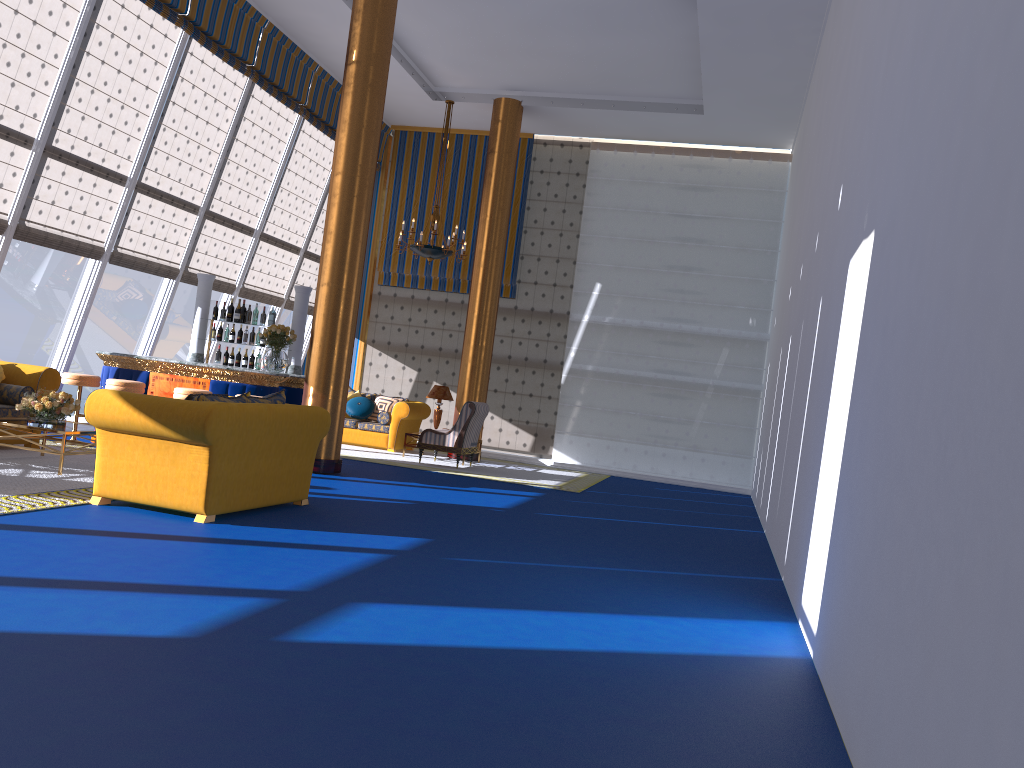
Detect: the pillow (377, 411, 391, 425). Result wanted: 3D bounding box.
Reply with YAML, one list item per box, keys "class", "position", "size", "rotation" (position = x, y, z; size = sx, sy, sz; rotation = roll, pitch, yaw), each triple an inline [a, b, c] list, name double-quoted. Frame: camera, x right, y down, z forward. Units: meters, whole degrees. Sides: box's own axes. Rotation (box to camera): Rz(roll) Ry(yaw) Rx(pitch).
- class: "pillow"
  position: [-2.002, 0.549, 14.352]
  size: [0.213, 0.219, 0.375]
  rotation: [7, -1, 18]

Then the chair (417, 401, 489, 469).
- class: "chair"
  position: [-0.846, 0.705, 12.877]
  size: [0.780, 0.966, 0.798]
  rotation: [7, 0, 13]

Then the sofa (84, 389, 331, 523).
- class: "sofa"
  position: [-2.323, 0.525, 6.971]
  size: [1.006, 0.854, 1.858]
  rotation: [7, -1, 15]

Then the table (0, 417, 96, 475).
- class: "table"
  position: [-4.133, 0.545, 7.987]
  size: [0.970, 0.369, 0.911]
  rotation: [7, -1, 13]

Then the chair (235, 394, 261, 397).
- class: "chair"
  position: [-2.876, 0.518, 9.720]
  size: [0.401, 0.782, 0.396]
  rotation: [7, 0, -16]

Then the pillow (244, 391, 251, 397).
- class: "pillow"
  position: [-2.273, 0.284, 7.201]
  size: [0.230, 0.491, 0.615]
  rotation: [7, -1, 19]

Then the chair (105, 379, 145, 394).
- class: "chair"
  position: [-4.241, 0.346, 9.641]
  size: [0.403, 0.782, 0.394]
  rotation: [7, 0, -39]

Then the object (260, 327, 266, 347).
- class: "object"
  position: [-3.140, -0.594, 11.217]
  size: [0.069, 0.244, 0.068]
  rotation: [7, 0, -6]

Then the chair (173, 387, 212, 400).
- class: "chair"
  position: [-3.482, 0.440, 9.570]
  size: [0.402, 0.782, 0.394]
  rotation: [7, 0, -28]

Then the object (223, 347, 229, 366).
- class: "object"
  position: [-3.627, -0.355, 11.264]
  size: [0.065, 0.244, 0.066]
  rotation: [7, 0, 17]

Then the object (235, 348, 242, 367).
- class: "object"
  position: [-3.462, -0.338, 11.233]
  size: [0.065, 0.244, 0.065]
  rotation: [7, 0, -6]

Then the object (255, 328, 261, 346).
- class: "object"
  position: [-3.209, -0.598, 11.232]
  size: [0.059, 0.230, 0.058]
  rotation: [7, 0, -28]

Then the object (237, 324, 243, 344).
- class: "object"
  position: [-3.437, -0.634, 11.225]
  size: [0.065, 0.244, 0.065]
  rotation: [7, 0, -6]

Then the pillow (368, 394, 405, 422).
- class: "pillow"
  position: [-2.085, 0.422, 14.653]
  size: [0.519, 0.456, 0.329]
  rotation: [7, 0, 12]

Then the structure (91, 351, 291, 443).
- class: "structure"
  position: [-3.775, 0.275, 10.310]
  size: [2.310, 1.065, 0.770]
  rotation: [7, 0, 2]

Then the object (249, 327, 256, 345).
- class: "object"
  position: [-3.283, -0.608, 11.226]
  size: [0.072, 0.232, 0.071]
  rotation: [7, 0, -8]

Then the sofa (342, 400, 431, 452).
- class: "sofa"
  position: [-2.412, 0.614, 14.791]
  size: [1.837, 0.854, 1.017]
  rotation: [7, -1, 14]

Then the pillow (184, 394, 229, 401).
- class: "pillow"
  position: [-2.439, 0.275, 6.669]
  size: [0.326, 0.456, 0.524]
  rotation: [7, -1, 13]

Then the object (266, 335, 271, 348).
- class: "object"
  position: [-3.060, -0.585, 11.203]
  size: [0.071, 0.244, 0.072]
  rotation: [7, 0, 34]

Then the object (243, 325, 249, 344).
- class: "object"
  position: [-3.361, -0.622, 11.211]
  size: [0.057, 0.239, 0.056]
  rotation: [7, 0, -12]

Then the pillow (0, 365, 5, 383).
- class: "pillow"
  position: [-5.142, -0.092, 8.627]
  size: [0.326, 0.583, 0.582]
  rotation: [7, -1, 33]

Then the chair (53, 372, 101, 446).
- class: "chair"
  position: [-4.837, 0.274, 9.874]
  size: [0.403, 0.782, 0.394]
  rotation: [7, 0, -39]

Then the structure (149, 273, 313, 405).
- class: "structure"
  position: [-3.624, -0.262, 11.399]
  size: [2.308, 2.196, 0.770]
  rotation: [7, 0, 4]

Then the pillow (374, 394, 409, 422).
- class: "pillow"
  position: [-2.054, 0.487, 14.850]
  size: [0.610, 0.610, 0.342]
  rotation: [7, 0, 18]

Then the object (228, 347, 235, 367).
- class: "object"
  position: [-3.549, -0.345, 11.248]
  size: [0.069, 0.244, 0.068]
  rotation: [7, 0, -6]

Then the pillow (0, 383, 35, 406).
- class: "pillow"
  position: [-4.947, 0.108, 8.771]
  size: [0.371, 0.219, 0.216]
  rotation: [7, -1, 12]

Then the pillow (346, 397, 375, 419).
- class: "pillow"
  position: [-2.494, 0.392, 14.536]
  size: [0.464, 0.367, 0.387]
  rotation: [7, -1, -27]

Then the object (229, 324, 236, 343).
- class: "object"
  position: [-3.534, -0.643, 11.230]
  size: [0.069, 0.244, 0.068]
  rotation: [7, 0, -6]

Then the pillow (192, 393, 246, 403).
- class: "pillow"
  position: [-2.252, 0.356, 6.634]
  size: [0.337, 0.610, 0.618]
  rotation: [7, -1, 18]

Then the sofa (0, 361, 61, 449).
- class: "sofa"
  position: [-5.368, 0.148, 8.359]
  size: [0.996, 0.854, 1.855]
  rotation: [7, -1, 13]

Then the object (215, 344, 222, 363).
- class: "object"
  position: [-3.718, -0.383, 11.248]
  size: [0.071, 0.242, 0.071]
  rotation: [7, 0, -5]

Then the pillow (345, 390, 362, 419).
- class: "pillow"
  position: [-2.608, 0.339, 14.808]
  size: [0.607, 0.491, 0.233]
  rotation: [7, 0, 18]

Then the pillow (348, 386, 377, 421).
- class: "pillow"
  position: [-2.622, 0.385, 14.970]
  size: [0.596, 0.672, 0.357]
  rotation: [7, 0, 21]

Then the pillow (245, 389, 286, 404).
- class: "pillow"
  position: [-2.117, 0.349, 7.214]
  size: [0.351, 0.672, 0.605]
  rotation: [7, -1, 21]

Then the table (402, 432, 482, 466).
- class: "table"
  position: [-1.070, 1.004, 13.823]
  size: [0.970, 0.369, 0.911]
  rotation: [7, -1, 13]
